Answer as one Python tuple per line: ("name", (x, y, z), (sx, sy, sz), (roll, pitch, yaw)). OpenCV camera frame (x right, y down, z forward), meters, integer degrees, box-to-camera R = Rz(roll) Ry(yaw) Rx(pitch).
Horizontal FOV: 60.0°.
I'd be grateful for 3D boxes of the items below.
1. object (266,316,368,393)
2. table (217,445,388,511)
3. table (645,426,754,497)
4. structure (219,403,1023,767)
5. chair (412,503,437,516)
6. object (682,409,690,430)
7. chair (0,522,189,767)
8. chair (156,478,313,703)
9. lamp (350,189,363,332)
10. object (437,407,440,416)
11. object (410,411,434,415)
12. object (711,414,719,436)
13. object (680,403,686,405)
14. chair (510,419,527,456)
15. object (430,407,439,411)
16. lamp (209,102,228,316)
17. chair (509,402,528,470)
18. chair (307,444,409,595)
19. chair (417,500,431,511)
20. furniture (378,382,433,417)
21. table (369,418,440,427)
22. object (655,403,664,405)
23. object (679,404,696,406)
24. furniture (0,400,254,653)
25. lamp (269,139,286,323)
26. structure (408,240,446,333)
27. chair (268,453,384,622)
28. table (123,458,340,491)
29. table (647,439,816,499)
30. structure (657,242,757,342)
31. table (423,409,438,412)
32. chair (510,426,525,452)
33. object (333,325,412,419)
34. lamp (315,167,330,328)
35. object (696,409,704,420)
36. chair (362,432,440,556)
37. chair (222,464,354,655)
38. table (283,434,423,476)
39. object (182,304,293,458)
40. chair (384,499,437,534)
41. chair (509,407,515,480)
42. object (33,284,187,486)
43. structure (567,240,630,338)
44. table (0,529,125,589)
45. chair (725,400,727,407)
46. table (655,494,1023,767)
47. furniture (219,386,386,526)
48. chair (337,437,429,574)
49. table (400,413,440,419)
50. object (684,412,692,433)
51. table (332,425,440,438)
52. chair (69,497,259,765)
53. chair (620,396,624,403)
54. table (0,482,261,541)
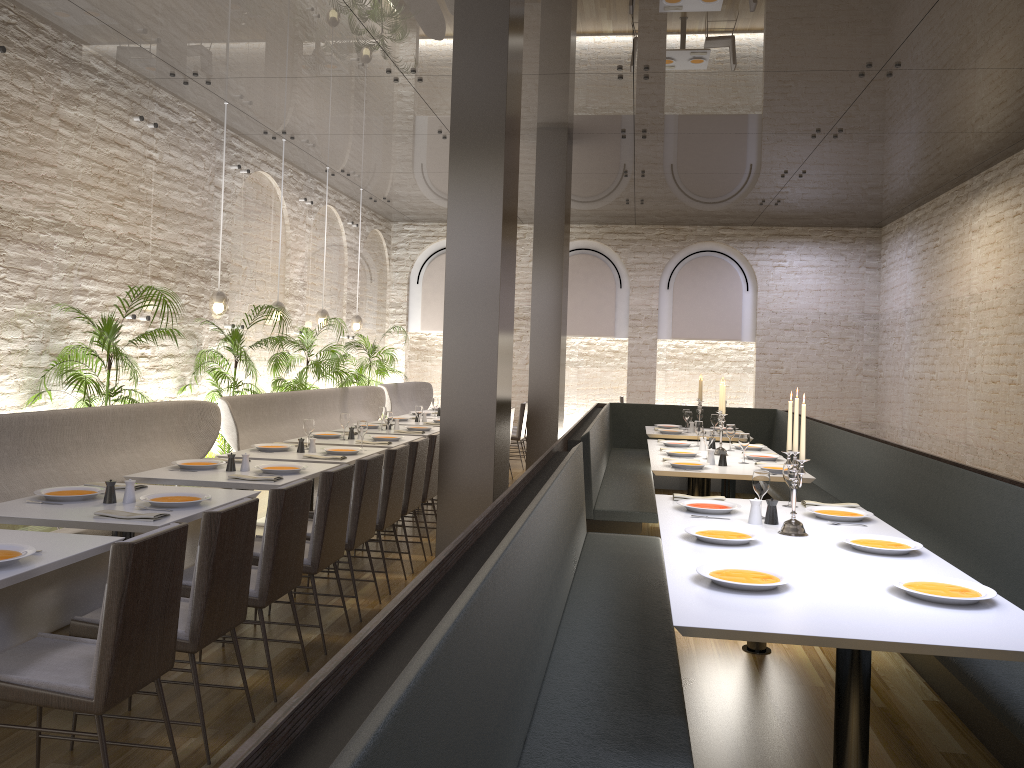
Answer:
("object", (-2.465, 0.143, 10.689), (1.144, 1.976, 1.189), (2, 0, -41))
("table", (-1.528, 0.883, 6.572), (0.936, 0.760, 1.010), (2, 1, 8))
("table", (2.033, 0.912, 9.849), (1.101, 0.760, 1.188), (2, 1, 8))
("structure", (1.480, 0.885, 5.758), (2.372, 1.001, 10.746), (2, 2, 8))
("chair", (-0.674, 0.799, 8.036), (0.566, 0.906, 0.411), (2, 0, 8))
("object", (1.988, 0.408, 10.125), (0.086, 0.231, 0.086), (1, -1, 44))
("chair", (-1.402, 0.916, 2.865), (0.566, 0.906, 0.411), (2, 0, 8))
("chair", (-1.240, 0.890, 4.013), (0.566, 0.906, 0.411), (2, 0, 8))
("lamp", (-2.181, -1.763, 12.627), (0.177, 2.042, 0.177), (2, -1, -13))
("object", (-0.908, 0.346, 11.083), (0.059, 0.109, 0.059), (2, 0, 44))
("object", (-1.142, 0.374, 11.184), (0.321, 0.036, 0.322), (0, 2, -45))
("object", (2.138, 0.434, 9.355), (0.086, 0.231, 0.086), (1, -1, 44))
("object", (2.285, 0.372, 11.824), (0.086, 0.231, 0.086), (1, -1, 38))
("chair", (0.001, 0.691, 12.830), (0.566, 0.906, 0.411), (2, 0, 8))
("object", (-0.988, 0.350, 12.277), (0.321, 0.036, 0.322), (0, 2, -45))
("lamp", (-2.767, -1.669, 8.462), (0.178, 2.042, 0.177), (1, -1, 29))
("chair", (-0.078, 0.703, 12.275), (0.566, 0.906, 0.411), (2, 0, 8))
("chair", (-0.993, 0.850, 5.772), (0.566, 0.906, 0.411), (2, 0, 8))
("chair", (-0.596, 0.786, 8.594), (0.566, 0.906, 0.411), (2, 0, 8))
("furniture", (-1.375, 0.543, 13.037), (0.707, 1.097, 2.584), (2, 1, 8))
("table", (-1.041, 0.805, 10.034), (0.936, 0.760, 1.010), (2, 1, 8))
("object", (2.574, 0.371, 15.824), (0.322, 0.036, 0.321), (3, 2, 43))
("object", (3.106, 0.391, 15.746), (0.322, 0.036, 0.321), (3, 2, 43))
("furniture", (-2.534, 0.729, 4.803), (0.709, 1.097, 4.475), (2, 1, 8))
("lamp", (-2.572, -1.700, 9.851), (0.177, 2.042, 0.177), (2, -1, -7))
("structure", (-1.019, -1.736, 15.656), (1.634, 1.676, 0.097), (2, -1, 8))
("chair", (-1.076, 0.863, 5.183), (0.566, 0.906, 0.411), (2, 0, 8))
("table", (-1.686, 0.908, 5.450), (0.936, 0.760, 1.010), (2, 1, 8))
("table", (1.676, 0.969, 7.318), (1.101, 0.760, 2.538), (2, 1, 8))
("structure", (3.317, -1.575, 15.043), (1.634, 1.676, 0.097), (2, -1, 8))
("table", (-0.731, 0.755, 12.233), (0.936, 0.760, 1.010), (2, 1, 8))
("chair", (0.081, 0.678, 13.401), (0.566, 0.906, 0.411), (2, 0, 8))
("object", (-2.106, 0.089, 13.125), (1.145, 1.976, 1.188), (2, 0, -11))
("lamp", (-2.374, -1.732, 11.253), (0.177, 2.042, 0.177), (2, -1, -13))
("object", (2.180, 0.410, 10.288), (0.086, 0.231, 0.086), (2, -1, -22))
("chair", (-0.835, 0.825, 6.892), (0.566, 0.906, 0.411), (2, 0, 8))
("chair", (-1.154, 0.876, 4.624), (0.566, 0.906, 0.411), (2, 0, 8))
("table", (-1.366, 0.857, 7.724), (0.936, 0.760, 1.010), (2, 1, 8))
("object", (-2.743, 0.188, 8.697), (1.146, 1.976, 1.187), (2, 0, 39))
("chair", (-0.752, 0.812, 7.481), (0.566, 0.906, 0.411), (2, 0, 8))
("chair", (-0.274, 0.735, 10.879), (0.566, 0.906, 0.411), (2, 0, 8))
("object", (-3.037, 0.235, 6.607), (1.146, 1.976, 1.187), (2, 0, 39))
("structure", (1.218, -1.653, 15.340), (1.634, 1.676, 0.097), (2, -1, 8))
("table", (-2.035, 0.964, 2.973), (0.936, 0.760, 1.010), (2, 1, 8))
("chair", (3.492, 0.729, 15.683), (0.566, 0.906, 0.411), (2, 0, 8))
("table", (1.163, 1.052, 3.670), (1.101, 0.760, 2.538), (2, 1, 8))
("furniture", (-1.888, 0.626, 9.397), (0.709, 1.097, 4.475), (2, 1, 8))
("chair", (-0.914, 0.837, 6.333), (0.566, 0.906, 0.411), (2, 0, 8))
("table", (-0.885, 0.780, 11.141), (0.936, 0.760, 1.010), (2, 1, 8))
("object", (1.925, 0.418, 9.675), (0.086, 0.231, 0.086), (1, -1, 44))
("table", (-1.204, 0.831, 8.874), (0.936, 0.760, 1.010), (2, 1, 8))
("chair", (-1.323, 0.903, 3.424), (0.566, 0.906, 0.411), (2, 0, 8))
("chair", (2.194, 0.681, 15.866), (0.566, 0.906, 0.411), (2, 0, 8))
("table", (-1.860, 0.936, 4.211), (0.936, 0.760, 1.010), (2, 1, 8))
